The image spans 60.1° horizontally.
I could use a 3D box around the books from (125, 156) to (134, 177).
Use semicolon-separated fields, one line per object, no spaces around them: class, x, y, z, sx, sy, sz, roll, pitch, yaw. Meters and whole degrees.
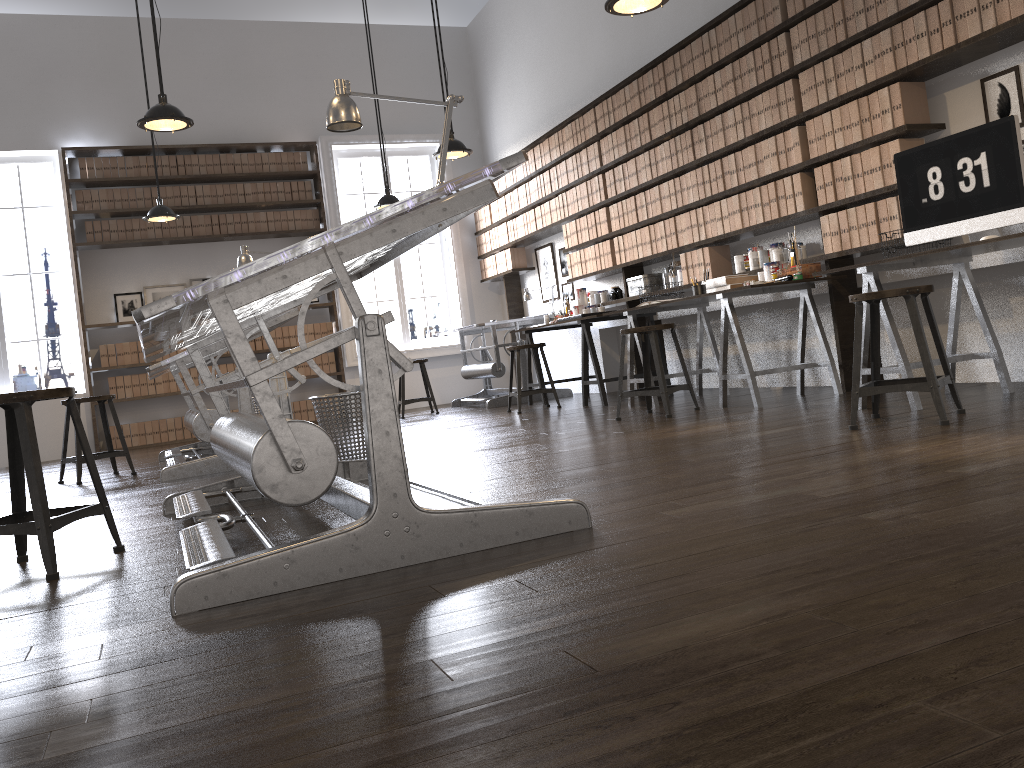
books;-3.870;-2.172;8.970;0.067;0.226;0.174;-7;0;-22

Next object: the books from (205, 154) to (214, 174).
books;-3.166;-2.269;9.264;0.067;0.226;0.174;-7;0;-22

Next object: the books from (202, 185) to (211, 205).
books;-3.183;-1.945;9.230;0.067;0.226;0.174;-7;0;-22

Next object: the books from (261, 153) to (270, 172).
books;-2.647;-2.341;9.472;0.067;0.226;0.174;-7;0;-22

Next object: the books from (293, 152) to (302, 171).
books;-2.336;-2.384;9.605;0.067;0.226;0.174;-7;0;-22

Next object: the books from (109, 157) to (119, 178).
books;-4.002;-2.153;8.917;0.067;0.226;0.174;-7;0;-22

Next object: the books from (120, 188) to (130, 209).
books;-3.903;-1.845;8.936;0.067;0.226;0.174;-7;0;-22

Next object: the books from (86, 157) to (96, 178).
books;-4.195;-2.127;8.832;0.067;0.226;0.174;-7;0;-22

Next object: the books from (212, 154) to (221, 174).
books;-3.101;-2.278;9.289;0.067;0.226;0.174;-7;0;-22

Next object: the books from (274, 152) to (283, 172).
books;-2.524;-2.358;9.526;0.067;0.226;0.174;-7;0;-22

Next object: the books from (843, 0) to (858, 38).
books;1.861;-1.946;4.699;0.175;0.226;0.066;-7;-1;-22

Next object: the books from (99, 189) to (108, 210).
books;-4.083;-1.820;8.859;0.067;0.226;0.174;-7;0;-22

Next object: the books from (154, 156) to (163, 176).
books;-3.624;-2.206;9.074;0.067;0.226;0.174;-7;0;-22

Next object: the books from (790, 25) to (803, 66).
books;1.700;-1.938;5.088;0.175;0.226;0.066;-7;-1;-22

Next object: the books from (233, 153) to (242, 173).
books;-2.906;-2.305;9.364;0.067;0.226;0.174;-7;0;-22

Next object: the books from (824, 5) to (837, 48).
books;1.805;-1.943;4.837;0.175;0.226;0.066;-7;-1;-22

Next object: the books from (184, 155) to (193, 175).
books;-3.357;-2.243;9.185;0.067;0.226;0.174;-7;0;-22

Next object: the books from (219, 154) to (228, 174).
books;-3.032;-2.288;9.316;0.067;0.226;0.174;-7;0;-22

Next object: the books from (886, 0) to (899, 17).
books;1.960;-1.950;4.437;0.175;0.226;0.066;-7;-1;-22

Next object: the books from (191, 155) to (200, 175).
books;-3.294;-2.251;9.203;0.067;0.226;0.174;-7;0;-22

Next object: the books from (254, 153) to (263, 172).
books;-2.713;-2.332;9.449;0.067;0.226;0.174;-7;0;-22

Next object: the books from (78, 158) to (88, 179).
books;-4.261;-2.117;8.805;0.067;0.226;0.174;-7;0;-22

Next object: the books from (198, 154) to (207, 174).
books;-3.229;-2.260;9.234;0.067;0.226;0.174;-7;0;-22

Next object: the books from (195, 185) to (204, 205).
books;-3.249;-1.936;9.201;0.067;0.226;0.174;-7;0;-22

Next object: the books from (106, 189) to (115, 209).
books;-4.026;-1.828;8.884;0.067;0.226;0.174;-7;0;-22

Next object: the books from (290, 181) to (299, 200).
books;-2.358;-2.059;9.568;0.067;0.226;0.174;-7;0;-22

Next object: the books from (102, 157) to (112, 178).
books;-4.067;-2.145;8.893;0.067;0.226;0.174;-7;0;-22

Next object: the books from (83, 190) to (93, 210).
books;-4.215;-1.802;8.807;0.067;0.226;0.174;-7;0;-22

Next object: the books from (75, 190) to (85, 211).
books;-4.280;-1.793;8.782;0.067;0.226;0.174;-7;0;-22

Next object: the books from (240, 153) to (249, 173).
books;-2.841;-2.314;9.394;0.067;0.226;0.174;-7;0;-22

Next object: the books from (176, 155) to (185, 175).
books;-3.423;-2.233;9.152;0.067;0.226;0.174;-7;0;-22

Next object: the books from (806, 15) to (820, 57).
books;1.751;-1.940;4.953;0.175;0.226;0.066;-7;-1;-22

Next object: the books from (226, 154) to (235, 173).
books;-2.973;-2.296;9.336;0.067;0.226;0.174;-7;0;-22

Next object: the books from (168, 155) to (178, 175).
books;-3.494;-2.224;9.128;0.067;0.226;0.174;-7;0;-22

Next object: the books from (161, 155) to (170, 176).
books;-3.558;-2.215;9.097;0.067;0.226;0.174;-7;0;-22

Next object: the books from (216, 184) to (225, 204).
books;-3.062;-1.961;9.277;0.067;0.226;0.174;-7;0;-22

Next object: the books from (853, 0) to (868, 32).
books;1.883;-1.946;4.631;0.175;0.226;0.066;-7;-1;-22

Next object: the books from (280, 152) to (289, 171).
books;-2.461;-2.366;9.547;0.067;0.226;0.174;-7;0;-22

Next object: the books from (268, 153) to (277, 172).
books;-2.581;-2.350;9.501;0.067;0.226;0.174;-7;0;-22

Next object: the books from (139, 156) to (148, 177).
books;-3.749;-2.188;9.016;0.067;0.226;0.174;-7;0;-22

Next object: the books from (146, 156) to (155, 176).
books;-3.690;-2.197;9.047;0.067;0.226;0.174;-7;0;-22

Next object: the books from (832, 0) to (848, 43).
books;1.828;-1.944;4.766;0.175;0.226;0.066;-7;-1;-22

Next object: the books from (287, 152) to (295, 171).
books;-2.401;-2.375;9.578;0.067;0.226;0.174;-7;0;-22

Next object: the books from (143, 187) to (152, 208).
books;-3.707;-1.872;9.018;0.067;0.226;0.174;-7;0;-22

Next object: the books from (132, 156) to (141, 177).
books;-3.813;-2.180;8.995;0.067;0.226;0.174;-7;0;-22

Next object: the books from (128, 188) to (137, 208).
books;-3.838;-1.854;8.963;0.067;0.226;0.174;-7;0;-22

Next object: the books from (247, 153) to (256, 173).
books;-2.778;-2.323;9.424;0.067;0.226;0.174;-7;0;-22

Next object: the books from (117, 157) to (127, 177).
books;-3.936;-2.163;8.940;0.067;0.226;0.174;-7;0;-22

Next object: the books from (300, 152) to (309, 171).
books;-2.269;-2.393;9.628;0.067;0.226;0.174;-7;0;-22

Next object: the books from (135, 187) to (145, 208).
books;-3.771;-1.863;8.986;0.067;0.226;0.174;-7;0;-22

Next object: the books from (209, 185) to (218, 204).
books;-3.125;-1.953;9.256;0.067;0.226;0.174;-7;0;-22

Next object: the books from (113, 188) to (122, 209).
books;-3.963;-1.837;8.905;0.067;0.226;0.174;-7;0;-22

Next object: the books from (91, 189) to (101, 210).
books;-4.149;-1.811;8.830;0.067;0.226;0.174;-7;0;-22

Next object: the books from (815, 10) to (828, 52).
books;1.779;-1.942;4.896;0.175;0.226;0.066;-7;-1;-22

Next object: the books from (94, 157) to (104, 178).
books;-4.129;-2.136;8.863;0.067;0.226;0.174;-7;0;-22

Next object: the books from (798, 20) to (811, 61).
books;1.724;-1.939;5.020;0.175;0.226;0.066;-7;-1;-22
